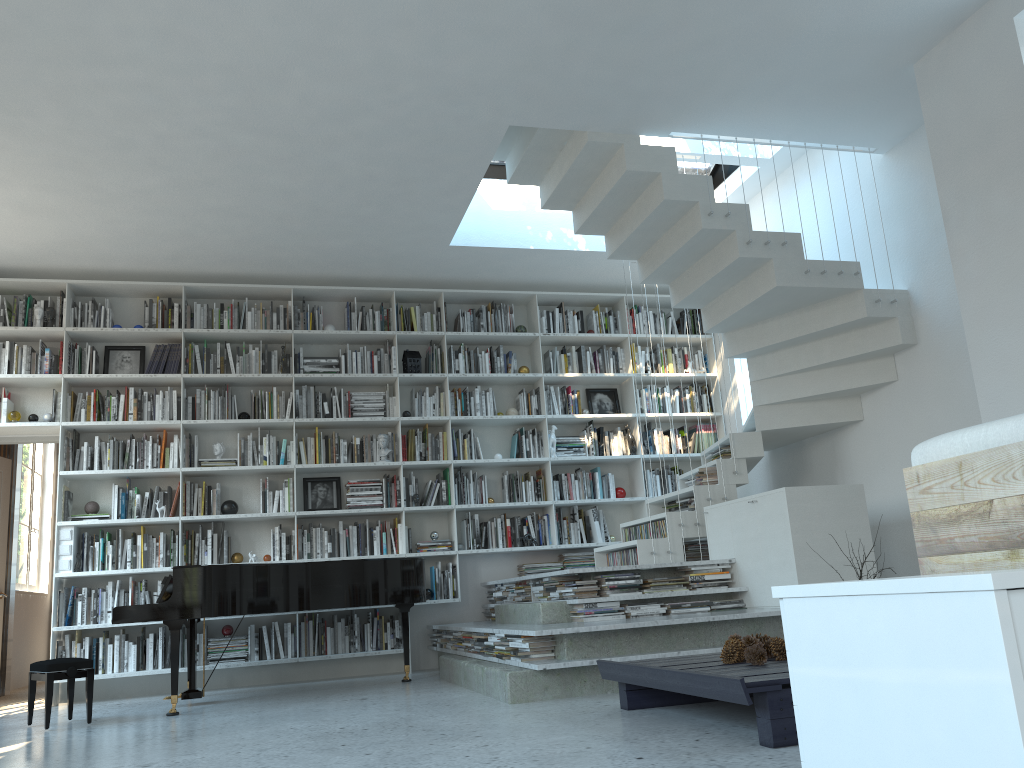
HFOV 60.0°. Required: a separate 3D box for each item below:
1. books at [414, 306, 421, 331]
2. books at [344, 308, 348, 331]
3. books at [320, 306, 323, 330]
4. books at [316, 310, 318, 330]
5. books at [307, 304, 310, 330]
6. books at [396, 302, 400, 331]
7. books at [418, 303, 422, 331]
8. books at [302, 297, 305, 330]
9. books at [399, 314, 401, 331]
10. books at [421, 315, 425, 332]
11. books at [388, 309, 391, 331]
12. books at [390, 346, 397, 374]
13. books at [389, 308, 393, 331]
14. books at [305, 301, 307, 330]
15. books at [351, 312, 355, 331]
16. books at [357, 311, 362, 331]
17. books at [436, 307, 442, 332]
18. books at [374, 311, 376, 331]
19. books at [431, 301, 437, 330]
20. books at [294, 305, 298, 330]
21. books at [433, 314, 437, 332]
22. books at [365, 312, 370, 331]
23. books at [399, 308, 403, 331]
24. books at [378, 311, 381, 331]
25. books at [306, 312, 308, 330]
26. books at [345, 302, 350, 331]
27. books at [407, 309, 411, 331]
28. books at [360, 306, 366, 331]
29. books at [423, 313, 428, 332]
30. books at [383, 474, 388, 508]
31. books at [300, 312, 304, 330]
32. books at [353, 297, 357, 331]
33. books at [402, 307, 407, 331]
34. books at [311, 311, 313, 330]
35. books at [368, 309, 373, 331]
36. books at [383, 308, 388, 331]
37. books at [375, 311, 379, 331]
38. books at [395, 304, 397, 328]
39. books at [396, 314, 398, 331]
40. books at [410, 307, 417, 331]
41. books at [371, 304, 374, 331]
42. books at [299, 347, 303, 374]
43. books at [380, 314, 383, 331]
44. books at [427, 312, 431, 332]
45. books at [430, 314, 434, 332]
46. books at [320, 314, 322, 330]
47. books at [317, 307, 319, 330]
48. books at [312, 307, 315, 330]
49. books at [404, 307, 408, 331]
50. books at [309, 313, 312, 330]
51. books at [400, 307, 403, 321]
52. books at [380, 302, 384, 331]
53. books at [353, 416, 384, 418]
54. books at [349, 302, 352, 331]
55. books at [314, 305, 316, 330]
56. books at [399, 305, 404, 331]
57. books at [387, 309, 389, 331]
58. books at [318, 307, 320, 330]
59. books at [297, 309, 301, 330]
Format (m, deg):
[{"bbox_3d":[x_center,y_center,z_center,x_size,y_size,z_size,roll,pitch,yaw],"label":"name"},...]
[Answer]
[{"bbox_3d":[-0.825,-0.521,7.701,0.030,0.274,0.152,0,-14,-16],"label":"books"},{"bbox_3d":[-1.412,-0.504,7.532,0.012,0.245,0.151,0,-14,-16],"label":"books"},{"bbox_3d":[-1.604,-0.511,7.469,0.011,0.255,0.144,0,-14,-16],"label":"books"},{"bbox_3d":[-1.642,-0.493,7.453,0.016,0.218,0.144,0,-14,-16],"label":"books"},{"bbox_3d":[-1.708,-0.517,7.431,0.011,0.264,0.164,0,-14,-16],"label":"books"},{"bbox_3d":[-0.988,-0.535,7.645,0.007,0.297,0.181,0,-14,-16],"label":"books"},{"bbox_3d":[-0.802,-0.537,7.692,0.010,0.297,0.168,0,-14,-16],"label":"books"},{"bbox_3d":[-1.748,-0.549,7.450,0.014,0.340,0.145,0,-14,-16],"label":"books"},{"bbox_3d":[-0.975,-0.482,7.643,0.015,0.192,0.160,0,-14,-16],"label":"books"},{"bbox_3d":[-0.782,-0.481,7.681,0.022,0.179,0.173,0,-14,-16],"label":"books"},{"bbox_3d":[-1.061,-0.505,7.622,0.014,0.238,0.153,0,-14,-16],"label":"books"},{"bbox_3d":[-1.008,-0.164,7.481,0.037,0.236,0.273,0,-14,-16],"label":"books"},{"bbox_3d":[-1.046,-0.512,7.636,0.022,0.256,0.137,0,-14,-16],"label":"books"},{"bbox_3d":[-1.733,-0.529,7.443,0.010,0.295,0.153,0,-14,-16],"label":"books"},{"bbox_3d":[-1.357,-0.486,7.546,0.031,0.208,0.147,0,-14,-16],"label":"books"},{"bbox_3d":[-1.304,-0.492,7.543,0.050,0.210,0.173,0,-14,-16],"label":"books"},{"bbox_3d":[-0.648,-0.518,7.722,0.029,0.252,0.186,0,-14,-16],"label":"books"},{"bbox_3d":[-1.184,-0.496,7.577,0.012,0.216,0.180,0,-14,-16],"label":"books"},{"bbox_3d":[-0.679,-0.547,7.755,0.012,0.329,0.129,0,-14,-16],"label":"books"},{"bbox_3d":[-1.806,-0.511,7.403,0.026,0.252,0.186,0,-14,-16],"label":"books"},{"bbox_3d":[-0.687,-0.486,7.720,0.022,0.193,0.182,0,-14,-16],"label":"books"},{"bbox_3d":[-1.237,-0.489,7.560,0.033,0.202,0.167,0,-14,-16],"label":"books"},{"bbox_3d":[-0.959,-0.511,7.627,0.007,0.239,0.192,0,-14,-16],"label":"books"},{"bbox_3d":[-1.151,-0.497,7.616,0.026,0.233,0.137,0,-14,-16],"label":"books"},{"bbox_3d":[-1.723,-0.482,7.447,0.011,0.205,0.146,0,-14,-16],"label":"books"},{"bbox_3d":[-1.397,-0.532,7.525,0.014,0.291,0.176,0,-14,-16],"label":"books"},{"bbox_3d":[-0.898,-0.507,7.651,0.015,0.233,0.171,0,-14,-16],"label":"books"},{"bbox_3d":[-1.274,-0.516,7.577,0.028,0.269,0.140,0,-14,-16],"label":"books"},{"bbox_3d":[-0.760,-0.491,7.691,0.024,0.201,0.180,0,-14,-16],"label":"books"},{"bbox_3d":[-1.041,0.897,7.300,0.011,0.298,0.130,0,-14,-16],"label":"books"},{"bbox_3d":[-1.759,-0.481,7.415,0.026,0.194,0.167,0,-14,-16],"label":"books"},{"bbox_3d":[-1.336,-0.551,7.544,0.010,0.330,0.186,0,-14,-16],"label":"books"},{"bbox_3d":[-0.932,-0.518,7.654,0.034,0.260,0.158,0,-14,-16],"label":"books"},{"bbox_3d":[-1.684,-0.494,7.467,0.006,0.232,0.136,0,-14,-16],"label":"books"},{"bbox_3d":[-1.212,-0.504,7.576,0.023,0.236,0.154,0,-14,-16],"label":"books"},{"bbox_3d":[-1.094,-0.507,7.612,0.028,0.243,0.161,0,-14,-16],"label":"books"},{"bbox_3d":[-1.162,-0.493,7.564,0.023,0.201,0.193,0,-14,-16],"label":"books"},{"bbox_3d":[-1.009,-0.527,7.633,0.008,0.278,0.171,0,-14,-16],"label":"books"},{"bbox_3d":[-1.000,-0.485,7.648,0.016,0.204,0.143,0,-14,-16],"label":"books"},{"bbox_3d":[-0.859,-0.517,7.668,0.054,0.254,0.191,0,-14,-16],"label":"books"},{"bbox_3d":[-1.193,-0.524,7.570,0.010,0.269,0.180,0,-14,-16],"label":"books"},{"bbox_3d":[-1.742,-0.155,7.323,0.021,0.248,0.192,0,-14,-16],"label":"books"},{"bbox_3d":[-1.128,-0.485,7.612,0.014,0.204,0.135,0,-14,-16],"label":"books"},{"bbox_3d":[-0.733,-0.498,7.696,0.031,0.212,0.170,0,-14,-16],"label":"books"},{"bbox_3d":[-0.711,-0.488,7.721,0.025,0.203,0.162,0,-14,-16],"label":"books"},{"bbox_3d":[-1.613,-0.476,7.465,0.010,0.186,0.153,0,-14,-16],"label":"books"},{"bbox_3d":[-1.633,-0.511,7.458,0.005,0.254,0.168,0,-14,-16],"label":"books"},{"bbox_3d":[-1.672,-0.505,7.459,0.014,0.247,0.139,0,-14,-16],"label":"books"},{"bbox_3d":[-0.914,-0.516,7.668,0.008,0.261,0.142,0,-14,-16],"label":"books"},{"bbox_3d":[-1.692,-0.481,7.440,0.023,0.195,0.172,0,-14,-16],"label":"books"},{"bbox_3d":[-0.958,-0.518,7.645,0.006,0.259,0.166,0,-14,-16],"label":"books"},{"bbox_3d":[-1.118,-0.537,7.621,0.012,0.307,0.138,0,-14,-16],"label":"books"},{"bbox_3d":[-1.201,0.294,7.385,0.254,0.012,0.161,-1,-14,-13],"label":"books"},{"bbox_3d":[-1.377,-0.532,7.538,0.011,0.295,0.157,0,-14,-16],"label":"books"},{"bbox_3d":[-1.658,-0.514,7.458,0.013,0.263,0.147,0,-14,-16],"label":"books"},{"bbox_3d":[-0.955,-0.524,7.660,0.007,0.278,0.150,0,-14,-16],"label":"books"},{"bbox_3d":[-1.077,-0.505,7.627,0.014,0.243,0.145,0,-14,-16],"label":"books"},{"bbox_3d":[-1.629,-0.504,7.478,0.013,0.249,0.148,0,-14,-16],"label":"books"},{"bbox_3d":[-1.786,-0.494,7.424,0.023,0.227,0.157,0,-14,-16],"label":"books"}]
